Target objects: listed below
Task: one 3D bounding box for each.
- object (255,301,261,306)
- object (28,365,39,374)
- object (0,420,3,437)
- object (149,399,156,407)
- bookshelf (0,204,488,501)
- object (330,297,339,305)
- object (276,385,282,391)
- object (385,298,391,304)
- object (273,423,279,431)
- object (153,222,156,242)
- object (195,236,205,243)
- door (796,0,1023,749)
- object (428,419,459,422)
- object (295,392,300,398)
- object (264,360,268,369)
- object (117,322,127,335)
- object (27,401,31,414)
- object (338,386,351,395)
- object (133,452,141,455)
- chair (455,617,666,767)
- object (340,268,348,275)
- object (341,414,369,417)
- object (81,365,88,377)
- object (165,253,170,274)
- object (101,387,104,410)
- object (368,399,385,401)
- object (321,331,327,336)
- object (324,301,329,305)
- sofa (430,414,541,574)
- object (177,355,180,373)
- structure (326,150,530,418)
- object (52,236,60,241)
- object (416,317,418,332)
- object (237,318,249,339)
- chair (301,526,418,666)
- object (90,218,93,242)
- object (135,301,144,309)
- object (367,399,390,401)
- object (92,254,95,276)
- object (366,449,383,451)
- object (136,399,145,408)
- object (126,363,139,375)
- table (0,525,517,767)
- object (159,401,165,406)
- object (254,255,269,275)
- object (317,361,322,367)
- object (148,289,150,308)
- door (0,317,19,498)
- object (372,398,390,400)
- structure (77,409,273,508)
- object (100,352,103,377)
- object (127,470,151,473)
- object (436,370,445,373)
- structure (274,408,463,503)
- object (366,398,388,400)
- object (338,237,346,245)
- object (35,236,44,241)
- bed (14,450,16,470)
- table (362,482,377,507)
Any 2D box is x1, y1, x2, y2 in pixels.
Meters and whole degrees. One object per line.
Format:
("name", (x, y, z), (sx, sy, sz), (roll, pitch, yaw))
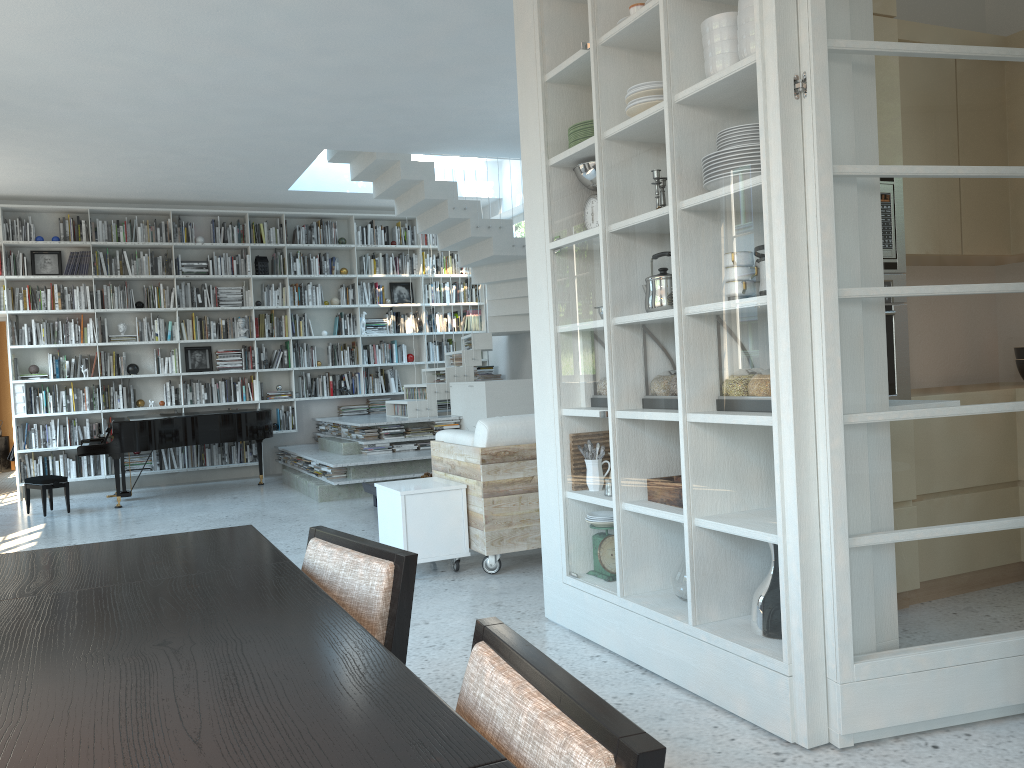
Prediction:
("object", (-3.000, -0.949, 10.487), (0.071, 0.072, 0.071), (-2, 1, 24))
("object", (-5.171, -0.155, 9.591), (0.105, 0.106, 0.105), (-2, 2, 43))
("object", (-7.622, 0.650, 13.164), (0.091, 0.268, 0.091), (-2, 2, 21))
("object", (-4.071, 0.212, 10.032), (0.060, 0.095, 0.078), (-3, 1, -8))
("bookshelf", (-3.249, -0.434, 10.420), (6.295, 3.143, 0.330), (-3, 2, -24))
("object", (-2.189, -1.014, 10.962), (0.111, 0.113, 0.111), (-2, 2, 43))
("object", (-2.781, 0.045, 10.591), (0.071, 0.072, 0.071), (-2, 1, 24))
("object", (-1.579, -1.040, 11.210), (0.091, 0.092, 0.091), (-2, 1, 24))
("object", (-2.825, 0.511, 10.557), (0.093, 0.095, 0.093), (-2, 1, 24))
("object", (-4.072, -1.705, 10.112), (0.010, 0.247, 0.157), (-4, 2, -25))
("object", (-3.616, -1.660, 10.270), (0.104, 0.106, 0.104), (-2, 2, 43))
("door", (1.246, -0.127, 2.543), (0.839, 2.229, 0.067), (-3, 2, -14))
("object", (-0.723, 0.375, 9.373), (0.284, 0.030, 0.177), (-3, 1, -25))
("object", (-2.604, 0.134, 10.759), (0.071, 0.072, 0.071), (-2, 1, 24))
("object", (-2.902, -0.232, 10.469), (0.054, 0.113, 0.079), (-4, 1, -26))
("object", (-4.383, -0.622, 9.971), (0.095, 0.157, 0.121), (-3, 1, -11))
("object", (-5.157, 0.253, 9.468), (0.045, 0.146, 0.045), (-3, 2, 14))
("object", (-2.047, 0.085, 10.850), (0.160, 0.114, 0.064), (-4, 2, -37))
("object", (-4.231, 0.757, 10.004), (0.086, 0.087, 0.086), (-2, 2, 43))
("chair", (-0.193, 0.710, 0.866), (0.570, 0.782, 0.480), (-3, 1, -20))
("object", (-2.072, -1.382, 10.924), (0.100, 0.102, 0.100), (-2, 2, 43))
("object", (-1.983, 0.390, 11.061), (0.345, 0.007, 0.193), (-4, 1, -30))
("object", (-4.662, -0.141, 9.670), (0.081, 0.140, 0.044), (-4, 2, -41))
("object", (-3.899, -1.348, 10.034), (0.075, 0.255, 0.075), (-2, 2, 44))
("object", (-4.570, 0.160, 9.893), (0.012, 0.254, 0.161), (-4, 2, -25))
("object", (-1.691, 0.197, 11.208), (0.285, 0.005, 0.159), (-3, 1, -25))
("object", (-2.297, -0.619, 10.863), (0.071, 0.072, 0.071), (-2, 1, 24))
("object", (-2.283, -0.986, 10.893), (0.068, 0.068, 0.068), (-2, 2, 43))
("sofa", (0.665, 0.553, 5.529), (2.194, 0.854, 0.871), (-3, 1, -24))
("object", (-3.855, -0.230, 10.236), (0.017, 0.216, 0.103), (-4, 2, -25))
("structure", (-0.855, -1.013, 9.596), (2.613, 3.383, 1.954), (-4, 2, -25))
("object", (-4.971, -1.568, 9.664), (0.082, 0.083, 0.082), (-2, 2, 43))
("object", (-1.234, -0.752, 11.396), (0.022, 0.212, 0.179), (-4, 1, -25))
("object", (-3.158, -0.650, 10.378), (0.138, 0.244, 0.137), (-2, 2, 31))
("chair", (-0.509, 0.715, 1.633), (0.570, 0.782, 0.480), (-4, 2, -35))
("object", (-4.669, -1.688, 9.843), (0.012, 0.285, 0.159), (-4, 2, -25))
("object", (-4.204, -0.886, 10.008), (0.097, 0.098, 0.097), (-2, 1, 24))
("object", (-1.690, 0.202, 11.208), (0.254, 0.006, 0.161), (-3, 1, -25))
("object", (-4.648, -1.306, 9.853), (0.012, 0.254, 0.161), (-4, 2, -25))
("object", (-1.377, 0.660, 8.959), (0.204, 0.004, 0.140), (-3, 1, -22))
("object", (-4.207, 0.219, 10.042), (0.091, 0.092, 0.091), (-2, 2, 43))
("object", (-4.275, -0.164, 9.999), (0.133, 0.135, 0.133), (-2, 1, 24))
("table", (-0.702, 0.757, 1.119), (1.086, 0.736, 2.199), (-4, 1, -25))
("object", (-3.985, 0.222, 10.097), (0.061, 0.062, 0.061), (-2, 1, 24))
("object", (-2.972, -1.402, 10.530), (0.135, 0.248, 0.135), (-4, 2, -35))
("object", (-2.371, -0.246, 10.869), (0.071, 0.072, 0.071), (-2, 1, 24))
("object", (-4.137, -0.956, 10.094), (0.010, 0.225, 0.142), (-4, 2, -25))
("door", (-5.953, 0.281, 9.864), (0.833, 1.981, 0.786), (-4, 2, -25))
("object", (-1.690, 0.192, 11.205), (0.254, 0.006, 0.161), (-3, 1, -24))
("structure", (-3.410, 0.732, 9.190), (1.918, 0.833, 1.334), (-3, 1, -25))
("object", (-4.584, -0.214, 9.898), (0.012, 0.270, 0.130), (-4, 2, -25))
("object", (-4.231, 0.988, 10.043), (0.254, 0.007, 0.161), (-3, 1, -22))
("object", (-0.800, -0.151, 10.506), (0.161, 0.025, 0.174), (-3, 1, -21))
("structure", (-1.048, 0.689, 9.933), (2.898, 0.659, 3.112), (-3, 1, -24))
("object", (-1.687, 0.186, 11.197), (0.285, 0.005, 0.159), (-3, 1, -20))
("object", (-2.089, -1.750, 10.909), (0.104, 0.105, 0.104), (-2, 1, 24))
("object", (-5.113, -1.560, 9.599), (0.082, 0.083, 0.082), (-2, 2, 43))
("bed", (-6.151, 0.649, 12.853), (1.769, 1.180, 2.174), (-4, 1, -25))
("table", (-0.445, 0.910, 7.292), (1.269, 0.218, 1.257), (-3, 1, -25))
